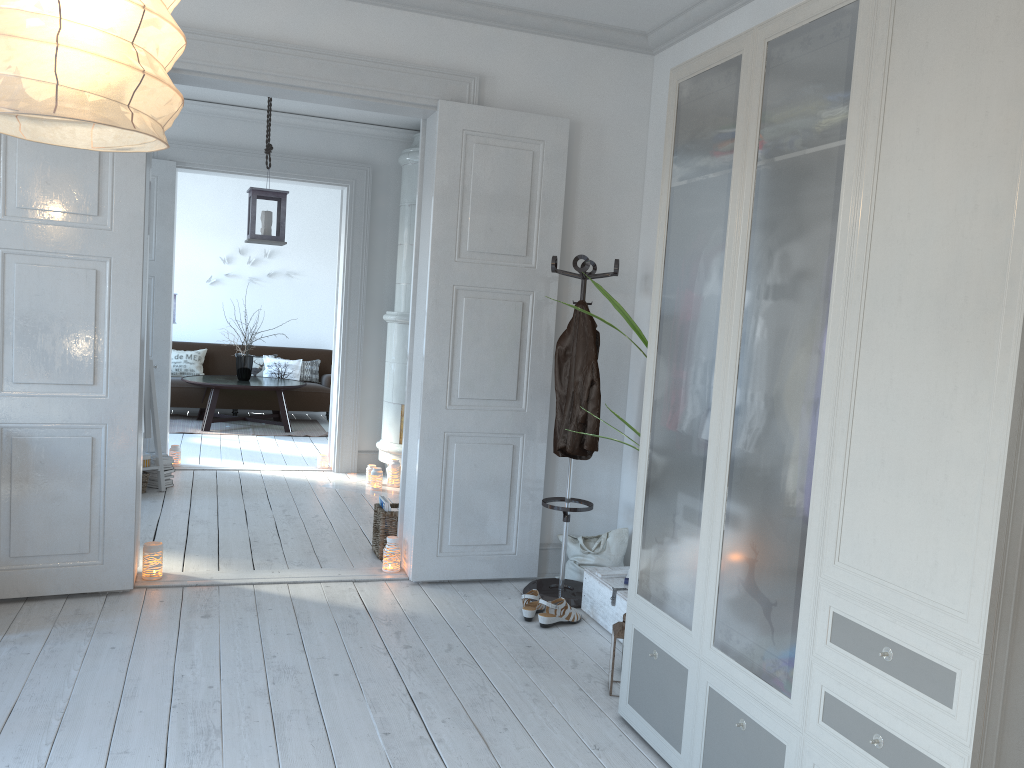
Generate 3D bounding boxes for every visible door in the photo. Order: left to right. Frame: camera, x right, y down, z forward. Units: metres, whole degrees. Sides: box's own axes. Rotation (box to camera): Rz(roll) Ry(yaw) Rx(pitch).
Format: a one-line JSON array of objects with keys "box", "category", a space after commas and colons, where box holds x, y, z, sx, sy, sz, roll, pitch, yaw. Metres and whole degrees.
[{"box": [-2.037, -0.556, 7.093, 2.599, 2.509, 0.576, 2, 5, -19], "category": "door"}, {"box": [-1.077, -0.292, 4.252, 2.599, 2.509, 0.576, 2, 5, -19], "category": "door"}]

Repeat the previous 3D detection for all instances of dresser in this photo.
[{"box": [0.950, 0.133, 2.385, 0.631, 2.166, 1.430, 2, 5, -19], "category": "dresser"}]

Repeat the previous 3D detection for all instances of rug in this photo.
[{"box": [-2.929, 0.432, 9.673, 1.710, 0.055, 1.453, 3, 4, -18], "category": "rug"}]

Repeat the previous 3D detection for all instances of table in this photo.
[{"box": [-2.907, 0.211, 9.628, 1.300, 0.504, 1.297, 2, 5, -29], "category": "table"}]

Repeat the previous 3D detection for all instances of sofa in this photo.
[{"box": [-3.140, -0.030, 10.358, 2.165, 0.826, 0.967, 2, 5, -19], "category": "sofa"}]

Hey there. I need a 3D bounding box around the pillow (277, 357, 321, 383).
[{"box": [-2.565, -0.164, 10.648, 0.542, 0.288, 0.182, 2, 5, -18], "category": "pillow"}]

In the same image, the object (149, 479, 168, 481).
[{"box": [-2.527, 0.665, 6.289, 0.156, 0.014, 0.111, 6, 4, 24], "category": "object"}]

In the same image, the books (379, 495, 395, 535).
[{"box": [-0.633, 0.783, 4.933, 0.201, 0.300, 0.179, 2, 5, -19], "category": "books"}]

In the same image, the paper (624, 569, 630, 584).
[{"box": [0.625, 0.881, 3.988, 0.221, 0.031, 0.175, 5, 4, 13], "category": "paper"}]

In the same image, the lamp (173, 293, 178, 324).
[{"box": [-3.590, -1.515, 9.238, 0.228, 1.765, 0.228, 2, 5, -22], "category": "lamp"}]

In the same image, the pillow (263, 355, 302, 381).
[{"box": [-2.718, -0.175, 10.476, 0.471, 0.309, 0.188, 2, 5, -18], "category": "pillow"}]

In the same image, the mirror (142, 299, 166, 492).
[{"box": [-2.671, -0.015, 5.960, 0.416, 1.491, 0.610, 7, 6, 36], "category": "mirror"}]

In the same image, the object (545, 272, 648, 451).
[{"box": [0.600, 0.357, 3.409, 1.043, 1.556, 0.288, 5, 5, 11], "category": "object"}]

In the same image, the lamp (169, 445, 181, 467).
[{"box": [-2.671, 0.569, 7.029, 0.089, 0.166, 0.089, 2, 5, -20], "category": "lamp"}]

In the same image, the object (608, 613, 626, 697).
[{"box": [0.437, 0.964, 3.276, 0.132, 0.352, 0.137, 4, 5, 4], "category": "object"}]

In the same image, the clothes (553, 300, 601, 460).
[{"box": [0.318, -0.013, 4.212, 0.237, 0.771, 0.211, 5, 5, 14], "category": "clothes"}]

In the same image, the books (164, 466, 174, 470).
[{"box": [-2.508, 0.589, 6.280, 0.178, 0.016, 0.128, 6, 4, 24], "category": "books"}]

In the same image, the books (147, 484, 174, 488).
[{"box": [-2.517, 0.715, 6.291, 0.178, 0.016, 0.128, 5, 4, 19], "category": "books"}]

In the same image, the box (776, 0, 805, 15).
[{"box": [0.908, -1.024, 2.565, 0.223, 0.108, 0.180, 2, 5, -19], "category": "box"}]

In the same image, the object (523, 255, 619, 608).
[{"box": [0.297, 0.221, 4.304, 0.374, 1.661, 0.374, 3, 5, -11], "category": "object"}]

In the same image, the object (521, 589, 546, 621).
[{"box": [0.094, 0.995, 4.084, 0.099, 0.126, 0.272, 5, 4, 13], "category": "object"}]

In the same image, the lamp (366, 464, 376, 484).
[{"box": [-1.093, 0.704, 6.900, 0.084, 0.146, 0.084, 3, 5, -14], "category": "lamp"}]

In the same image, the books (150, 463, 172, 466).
[{"box": [-2.509, 0.556, 6.271, 0.180, 0.016, 0.128, 7, 5, 42], "category": "books"}]

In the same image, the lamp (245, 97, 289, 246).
[{"box": [-1.460, -1.743, 5.386, 0.228, 1.765, 0.228, 2, 5, -22], "category": "lamp"}]

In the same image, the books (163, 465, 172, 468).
[{"box": [-2.511, 0.572, 6.275, 0.176, 0.016, 0.128, 7, 5, 37], "category": "books"}]

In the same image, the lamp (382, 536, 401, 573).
[{"box": [-0.617, 0.877, 4.562, 0.093, 0.180, 0.092, 0, 6, -36], "category": "lamp"}]

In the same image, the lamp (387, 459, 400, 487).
[{"box": [-0.911, 0.688, 6.855, 0.098, 0.210, 0.098, 3, 5, -14], "category": "lamp"}]

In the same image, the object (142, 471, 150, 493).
[{"box": [-2.617, 0.666, 6.079, 0.295, 0.140, 0.185, 8, 6, 43], "category": "object"}]

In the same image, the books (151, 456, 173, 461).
[{"box": [-2.503, 0.514, 6.266, 0.186, 0.017, 0.132, 8, 6, 44], "category": "books"}]

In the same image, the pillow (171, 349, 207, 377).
[{"box": [-3.794, -0.233, 10.229, 0.519, 0.367, 0.238, 2, 5, -19], "category": "pillow"}]

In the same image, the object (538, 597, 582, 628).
[{"box": [0.225, 1.011, 3.980, 0.099, 0.126, 0.272, 8, 6, 44], "category": "object"}]

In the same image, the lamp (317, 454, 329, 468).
[{"box": [-1.577, 0.646, 7.395, 0.093, 0.110, 0.093, 4, 5, -2], "category": "lamp"}]

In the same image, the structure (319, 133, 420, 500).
[{"box": [-0.741, -0.539, 6.957, 0.800, 2.832, 1.247, 6, 5, 26], "category": "structure"}]

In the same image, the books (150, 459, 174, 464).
[{"box": [-2.498, 0.535, 6.266, 0.200, 0.026, 0.128, 8, 5, 42], "category": "books"}]

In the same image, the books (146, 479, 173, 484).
[{"box": [-2.517, 0.681, 6.282, 0.180, 0.016, 0.128, 6, 4, 26], "category": "books"}]

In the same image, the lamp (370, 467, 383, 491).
[{"box": [-1.020, 0.715, 6.680, 0.089, 0.166, 0.089, 2, 5, -17], "category": "lamp"}]

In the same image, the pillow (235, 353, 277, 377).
[{"box": [-3.020, -0.185, 10.454, 0.473, 0.348, 0.158, 2, 5, -21], "category": "pillow"}]

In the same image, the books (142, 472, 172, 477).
[{"box": [-2.523, 0.632, 6.278, 0.167, 0.022, 0.128, 5, 4, 15], "category": "books"}]

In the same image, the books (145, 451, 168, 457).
[{"box": [-2.514, 0.497, 6.273, 0.111, 0.014, 0.156, 1, 5, -39], "category": "books"}]

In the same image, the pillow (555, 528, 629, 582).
[{"box": [0.419, 0.884, 4.605, 0.317, 0.314, 0.272, 2, 5, -18], "category": "pillow"}]

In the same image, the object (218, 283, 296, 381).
[{"box": [-2.732, -0.556, 9.535, 0.524, 1.067, 0.845, 8, 6, 42], "category": "object"}]

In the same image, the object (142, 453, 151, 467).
[{"box": [-2.547, 0.522, 6.068, 0.142, 0.075, 0.142, 1, 5, -35], "category": "object"}]

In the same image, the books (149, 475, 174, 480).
[{"box": [-2.514, 0.653, 6.279, 0.186, 0.017, 0.132, 5, 4, 18], "category": "books"}]

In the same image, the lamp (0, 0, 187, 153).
[{"box": [-0.693, -1.027, 1.441, 0.338, 1.233, 0.340, 5, 5, 12], "category": "lamp"}]

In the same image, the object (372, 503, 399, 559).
[{"box": [-0.623, 0.816, 4.940, 0.270, 0.265, 0.223, 2, 5, -19], "category": "object"}]

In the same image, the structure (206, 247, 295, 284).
[{"box": [-3.142, -1.404, 10.695, 1.025, 0.479, 0.085, 2, 5, -19], "category": "structure"}]

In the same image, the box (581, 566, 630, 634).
[{"box": [0.596, 0.991, 3.938, 0.376, 0.219, 0.640, 2, 4, -19], "category": "box"}]

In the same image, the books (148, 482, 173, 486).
[{"box": [-2.519, 0.698, 6.286, 0.176, 0.016, 0.128, 6, 4, 22], "category": "books"}]

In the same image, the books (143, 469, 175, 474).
[{"box": [-2.506, 0.610, 6.274, 0.193, 0.022, 0.128, 5, 4, 14], "category": "books"}]

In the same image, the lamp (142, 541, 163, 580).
[{"box": [-1.694, 0.834, 4.182, 0.089, 0.167, 0.089, 1, 5, -26], "category": "lamp"}]
